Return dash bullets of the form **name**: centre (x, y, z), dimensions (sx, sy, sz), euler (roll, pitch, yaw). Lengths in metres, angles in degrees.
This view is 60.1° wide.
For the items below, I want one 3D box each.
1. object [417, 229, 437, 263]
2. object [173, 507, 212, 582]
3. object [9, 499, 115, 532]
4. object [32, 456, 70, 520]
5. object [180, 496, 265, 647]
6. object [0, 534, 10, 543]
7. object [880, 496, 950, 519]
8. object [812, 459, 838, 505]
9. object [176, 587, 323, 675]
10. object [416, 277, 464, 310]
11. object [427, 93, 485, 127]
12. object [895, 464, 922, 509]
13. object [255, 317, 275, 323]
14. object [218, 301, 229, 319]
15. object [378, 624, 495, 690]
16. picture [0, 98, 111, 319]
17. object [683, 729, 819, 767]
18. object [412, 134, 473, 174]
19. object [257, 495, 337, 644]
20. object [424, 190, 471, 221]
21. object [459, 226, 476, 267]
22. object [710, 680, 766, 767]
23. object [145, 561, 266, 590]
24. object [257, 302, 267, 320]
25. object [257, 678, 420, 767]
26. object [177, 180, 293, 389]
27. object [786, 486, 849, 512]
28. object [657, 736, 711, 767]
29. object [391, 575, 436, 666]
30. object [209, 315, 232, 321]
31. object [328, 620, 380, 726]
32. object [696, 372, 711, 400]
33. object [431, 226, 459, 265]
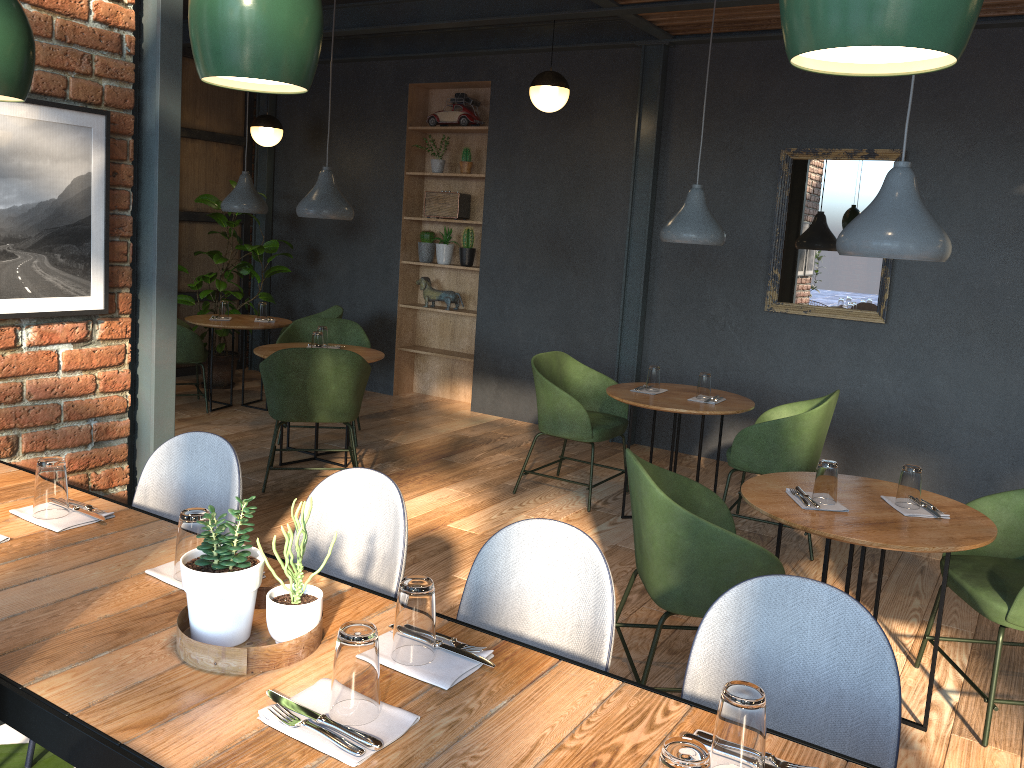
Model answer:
- **object**: centre (-0.740, -1.206, 7.712), dimensions (0.190, 0.293, 0.174), euler (5, 8, 5)
- **object**: centre (-0.662, 0.332, 1.845), dimensions (0.080, 0.137, 0.080), euler (5, 8, 5)
- **object**: centre (-1.091, 0.314, 2.163), dimensions (0.243, 0.019, 0.158), euler (10, 12, 31)
- **object**: centre (-1.116, 0.249, 2.146), dimensions (0.080, 0.137, 0.080), euler (5, 8, 5)
- **object**: centre (-0.518, 0.322, 1.588), dimensions (0.146, 0.275, 0.146), euler (6, 8, 12)
- **object**: centre (-1.259, 0.336, 1.975), dimensions (0.243, 0.019, 0.158), euler (10, 11, 30)
- **object**: centre (1.367, 0.415, 2.997), dimensions (0.157, 0.019, 0.244), euler (4, 10, 0)
- **object**: centre (1.061, 0.329, 2.990), dimensions (0.080, 0.137, 0.080), euler (6, 8, 13)
- **object**: centre (-0.472, 0.440, 1.604), dimensions (0.253, 0.046, 0.253), euler (5, 10, 5)
- **object**: centre (-0.623, -0.782, 7.646), dimensions (0.523, 0.256, 0.151), euler (9, 10, 31)
- **object**: centre (-0.471, -2.293, 7.441), dimensions (0.518, 0.283, 0.205), euler (9, 10, 31)
- **object**: centre (1.348, 0.346, 3.001), dimensions (0.080, 0.137, 0.080), euler (6, 8, 13)
- **object**: centre (-1.949, -0.507, 6.992), dimensions (0.157, 0.019, 0.244), euler (1, 10, -14)
- **object**: centre (-2.248, -0.581, 6.916), dimensions (0.080, 0.137, 0.080), euler (5, 8, 9)
- **object**: centre (-0.145, 0.480, 1.583), dimensions (0.243, 0.019, 0.158), euler (10, 12, 31)
- **picture**: centre (-1.383, -0.511, 2.604), dimensions (0.015, 0.627, 0.431), euler (8, 9, 31)
- **object**: centre (0.350, 0.566, 1.279), dimensions (0.243, 0.019, 0.158), euler (10, 12, 31)
- **object**: centre (-0.579, -1.949, 7.496), dimensions (0.537, 0.327, 0.175), euler (6, 8, 11)
- **object**: centre (-0.392, 0.328, 1.585), dimensions (0.128, 0.280, 0.116), euler (8, 9, 27)
- **object**: centre (-0.554, -1.529, 7.578), dimensions (0.341, 0.240, 0.200), euler (8, 9, 26)
- **object**: centre (-0.372, -1.162, 7.445), dimensions (0.144, 0.348, 0.144), euler (-3, 10, -41)
- **object**: centre (0.324, 0.501, 1.262), dimensions (0.080, 0.137, 0.080), euler (-2, 10, -35)
- **object**: centre (-0.636, 0.398, 1.862), dimensions (0.243, 0.019, 0.158), euler (10, 12, 31)
- **object**: centre (-1.972, -0.576, 6.998), dimensions (0.080, 0.137, 0.080), euler (10, 10, 38)
- **object**: centre (-0.276, 0.508, 1.371), dimensions (0.243, 0.019, 0.158), euler (10, 12, 31)
- **object**: centre (-2.410, -0.861, 7.679), dimensions (0.725, 1.784, 1.059), euler (11, 10, 41)
- **object**: centre (1.034, 0.388, 3.019), dimensions (0.157, 0.019, 0.244), euler (4, 10, 0)
- **object**: centre (0.211, 0.520, 1.107), dimensions (0.080, 0.137, 0.081), euler (3, 8, -5)
- **object**: centre (-0.171, 0.414, 1.566), dimensions (0.080, 0.137, 0.081), euler (3, 8, -5)
- **object**: centre (-2.278, -0.518, 6.930), dimensions (0.157, 0.019, 0.244), euler (1, 10, -14)
- **object**: centre (-0.241, 0.443, 1.372), dimensions (0.080, 0.137, 0.080), euler (-2, 10, -35)
- **object**: centre (1.044, 0.009, 4.812), dimensions (0.080, 0.137, 0.081), euler (3, 8, -7)
- **object**: centre (-0.576, -1.187, 7.568), dimensions (0.233, 0.327, 0.214), euler (10, 10, 36)
